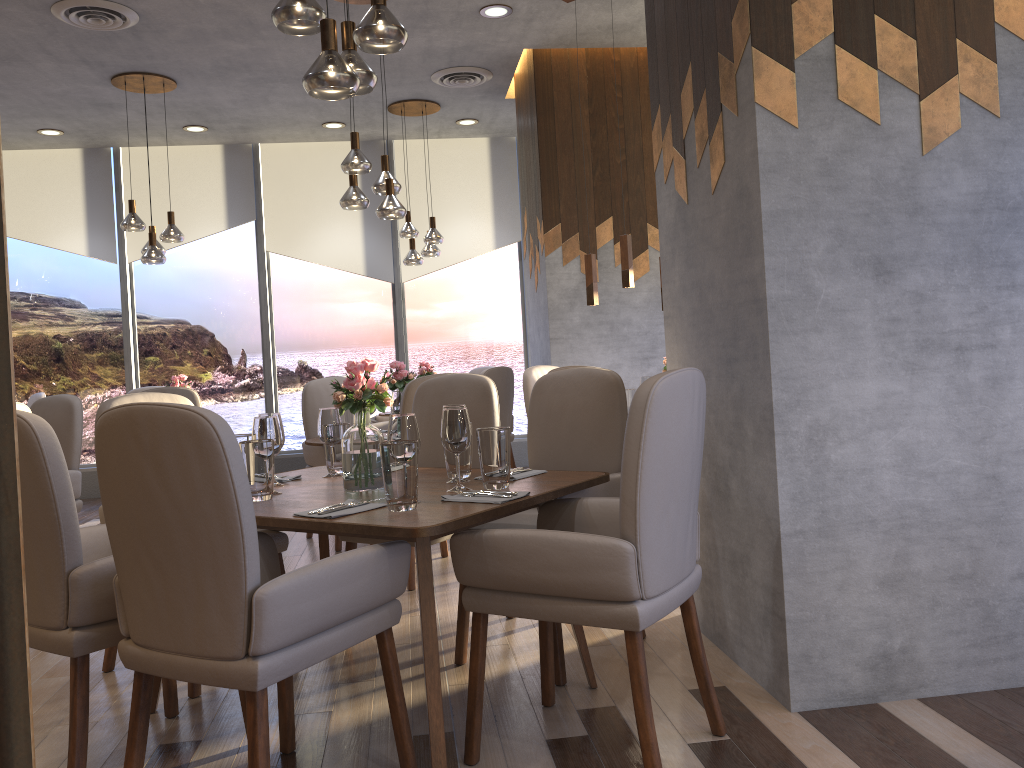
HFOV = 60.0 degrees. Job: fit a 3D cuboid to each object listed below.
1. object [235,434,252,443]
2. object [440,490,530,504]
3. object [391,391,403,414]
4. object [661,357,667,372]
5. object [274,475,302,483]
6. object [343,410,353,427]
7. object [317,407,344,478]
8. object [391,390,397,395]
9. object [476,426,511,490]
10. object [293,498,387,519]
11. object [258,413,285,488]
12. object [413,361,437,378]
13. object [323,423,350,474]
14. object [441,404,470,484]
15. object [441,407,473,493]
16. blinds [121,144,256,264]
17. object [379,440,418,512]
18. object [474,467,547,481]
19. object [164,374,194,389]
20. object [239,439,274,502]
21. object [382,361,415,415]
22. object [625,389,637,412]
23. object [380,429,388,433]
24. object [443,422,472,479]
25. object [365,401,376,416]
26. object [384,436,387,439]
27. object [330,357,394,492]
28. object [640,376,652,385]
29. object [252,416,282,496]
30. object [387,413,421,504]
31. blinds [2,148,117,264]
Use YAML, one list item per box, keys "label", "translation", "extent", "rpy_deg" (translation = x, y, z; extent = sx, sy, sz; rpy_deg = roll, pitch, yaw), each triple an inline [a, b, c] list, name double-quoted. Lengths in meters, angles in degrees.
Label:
- label: "object"
  translation: [-0.912, 0.260, 2.965]
  extent: [0.102, 0.178, 0.102]
  rpy_deg: [-3, 0, -26]
- label: "object"
  translation: [-0.091, 0.306, 2.459]
  extent: [0.255, 0.019, 0.157]
  rpy_deg: [-2, 2, 33]
- label: "object"
  translation: [-0.620, 0.161, 4.899]
  extent: [0.092, 0.244, 0.092]
  rpy_deg: [-3, 0, 39]
- label: "object"
  translation: [0.923, -0.013, 4.894]
  extent: [0.198, 0.416, 0.210]
  rpy_deg: [-3, 0, 5]
- label: "object"
  translation: [-0.849, 0.332, 3.121]
  extent: [0.255, 0.019, 0.157]
  rpy_deg: [-2, 2, 38]
- label: "object"
  translation: [-0.918, 0.206, 5.102]
  extent: [0.102, 0.178, 0.102]
  rpy_deg: [-3, 0, -27]
- label: "object"
  translation: [-0.641, 0.206, 3.142]
  extent: [0.092, 0.244, 0.092]
  rpy_deg: [-3, 0, -7]
- label: "object"
  translation: [-0.960, 0.144, 7.453]
  extent: [0.102, 0.178, 0.102]
  rpy_deg: [-3, 0, 10]
- label: "object"
  translation: [-0.051, 0.219, 2.620]
  extent: [0.102, 0.178, 0.102]
  rpy_deg: [-3, 0, 29]
- label: "object"
  translation: [-0.445, 0.328, 2.383]
  extent: [0.157, 0.019, 0.255]
  rpy_deg: [-2, 2, 37]
- label: "object"
  translation: [-0.804, 0.221, 2.963]
  extent: [0.092, 0.244, 0.092]
  rpy_deg: [-3, 0, -4]
- label: "object"
  translation: [-0.712, 0.013, 7.395]
  extent: [0.210, 0.416, 0.198]
  rpy_deg: [-3, 0, 30]
- label: "object"
  translation: [-0.642, 0.236, 3.251]
  extent: [0.102, 0.178, 0.102]
  rpy_deg: [-3, 0, 42]
- label: "object"
  translation: [-0.177, 0.189, 2.808]
  extent: [0.092, 0.244, 0.092]
  rpy_deg: [-3, 0, -29]
- label: "object"
  translation: [-0.161, 0.193, 2.613]
  extent: [0.092, 0.244, 0.092]
  rpy_deg: [-3, 0, 13]
- label: "blinds"
  translation: [-3.035, -2.479, 8.239]
  extent: [1.173, 2.681, 0.007]
  rpy_deg: [-3, 0, -7]
- label: "object"
  translation: [-0.293, 0.241, 2.328]
  extent: [0.102, 0.178, 0.102]
  rpy_deg: [-3, 0, -27]
- label: "object"
  translation: [-0.015, 0.290, 2.865]
  extent: [0.157, 0.019, 0.255]
  rpy_deg: [-2, 2, 35]
- label: "object"
  translation: [-2.403, 0.137, 6.415]
  extent: [0.210, 0.416, 0.197]
  rpy_deg: [-3, 0, -35]
- label: "object"
  translation: [-0.761, 0.259, 2.658]
  extent: [0.102, 0.178, 0.102]
  rpy_deg: [-3, 0, -17]
- label: "object"
  translation: [-0.643, 0.072, 5.083]
  extent: [0.197, 0.416, 0.210]
  rpy_deg: [-3, 0, 40]
- label: "object"
  translation: [0.652, 0.119, 4.949]
  extent: [0.102, 0.178, 0.102]
  rpy_deg: [-3, 0, -26]
- label: "object"
  translation: [-0.808, 0.276, 5.229]
  extent: [0.157, 0.019, 0.255]
  rpy_deg: [-4, 2, -33]
- label: "object"
  translation: [-0.178, 0.219, 2.917]
  extent: [0.102, 0.178, 0.102]
  rpy_deg: [-3, 0, 42]
- label: "object"
  translation: [-0.818, 0.168, 5.064]
  extent: [0.092, 0.244, 0.092]
  rpy_deg: [-3, 0, -13]
- label: "object"
  translation: [-0.622, 0.278, 4.732]
  extent: [0.157, 0.019, 0.255]
  rpy_deg: [-4, 2, -31]
- label: "object"
  translation: [-0.463, 0.124, 2.777]
  extent: [0.210, 0.416, 0.197]
  rpy_deg: [-3, 0, -30]
- label: "object"
  translation: [0.760, 0.080, 4.949]
  extent: [0.092, 0.244, 0.092]
  rpy_deg: [-3, 0, -33]
- label: "object"
  translation: [-0.763, 0.224, 2.768]
  extent: [0.092, 0.244, 0.092]
  rpy_deg: [-3, 0, -11]
- label: "object"
  translation: [-0.295, 0.205, 2.438]
  extent: [0.092, 0.244, 0.092]
  rpy_deg: [-3, 0, -11]
- label: "blinds"
  translation: [-4.287, -2.403, 8.084]
  extent: [1.173, 2.681, 0.007]
  rpy_deg: [-3, 0, -7]
